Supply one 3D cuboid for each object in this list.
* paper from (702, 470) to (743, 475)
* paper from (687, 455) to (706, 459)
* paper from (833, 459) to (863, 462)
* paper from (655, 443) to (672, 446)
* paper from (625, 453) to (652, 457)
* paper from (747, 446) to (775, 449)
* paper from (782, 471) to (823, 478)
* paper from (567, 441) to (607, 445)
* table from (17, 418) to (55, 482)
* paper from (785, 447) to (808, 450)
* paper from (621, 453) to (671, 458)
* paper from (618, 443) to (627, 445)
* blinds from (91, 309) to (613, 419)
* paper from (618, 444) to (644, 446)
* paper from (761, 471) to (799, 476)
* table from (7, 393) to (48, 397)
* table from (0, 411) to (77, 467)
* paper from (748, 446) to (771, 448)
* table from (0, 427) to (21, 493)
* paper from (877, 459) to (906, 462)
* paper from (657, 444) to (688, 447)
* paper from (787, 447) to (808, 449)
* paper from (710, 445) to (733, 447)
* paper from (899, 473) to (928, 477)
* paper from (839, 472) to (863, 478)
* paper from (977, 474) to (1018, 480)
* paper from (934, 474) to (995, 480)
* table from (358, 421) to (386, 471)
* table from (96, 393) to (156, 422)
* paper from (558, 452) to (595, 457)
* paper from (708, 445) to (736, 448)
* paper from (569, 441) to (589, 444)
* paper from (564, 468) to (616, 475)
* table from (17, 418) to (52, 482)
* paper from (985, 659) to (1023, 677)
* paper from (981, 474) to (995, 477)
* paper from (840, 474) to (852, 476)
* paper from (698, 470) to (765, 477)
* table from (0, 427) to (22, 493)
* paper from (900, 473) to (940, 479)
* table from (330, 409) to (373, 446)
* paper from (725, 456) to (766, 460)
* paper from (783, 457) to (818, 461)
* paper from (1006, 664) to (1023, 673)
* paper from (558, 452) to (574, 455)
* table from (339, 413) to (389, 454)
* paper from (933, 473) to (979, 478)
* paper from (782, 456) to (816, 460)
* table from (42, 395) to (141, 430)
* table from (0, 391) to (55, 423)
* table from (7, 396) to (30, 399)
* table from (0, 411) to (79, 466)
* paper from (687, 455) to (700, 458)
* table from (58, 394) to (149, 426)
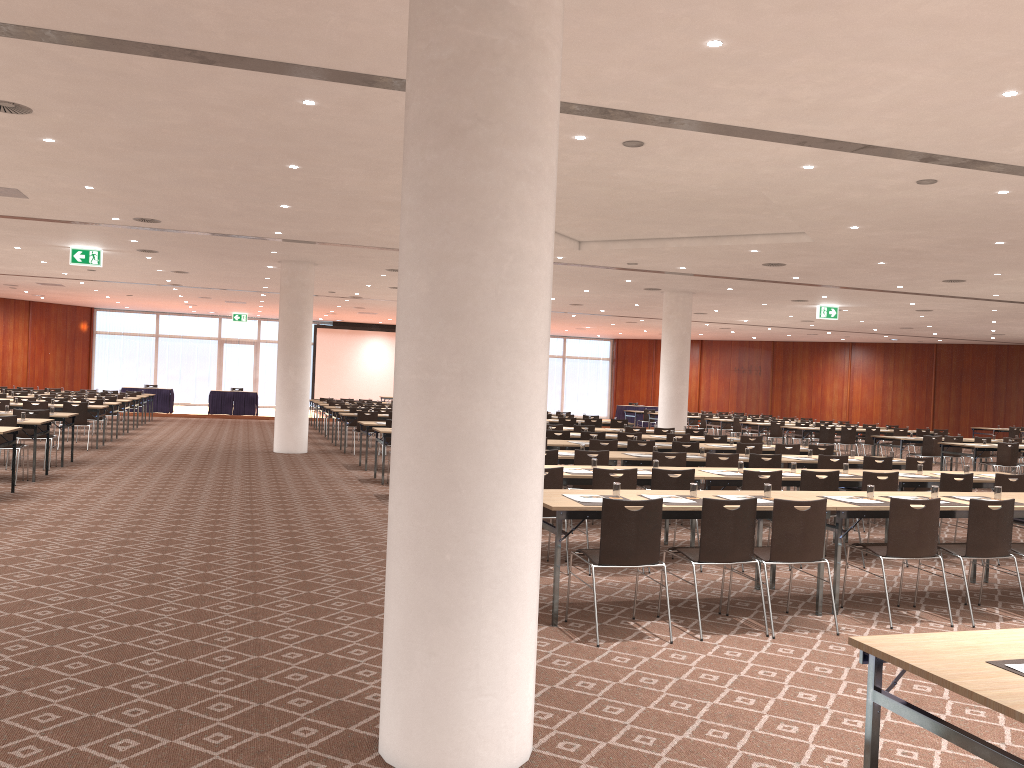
[{"bbox_3d":[2.156,0.906,9.106,0.283,0.006,0.398,2,0,-16],"label":"paper"},{"bbox_3d":[2.269,0.913,11.170,0.460,0.003,0.565,2,0,-15],"label":"paper"},{"bbox_3d":[4.466,1.006,11.811,0.460,0.003,0.565,2,0,-16],"label":"paper"},{"bbox_3d":[2.249,0.906,13.298,0.283,0.006,0.398,2,0,-17],"label":"paper"},{"bbox_3d":[1.604,0.881,11.032,0.283,0.006,0.398,2,0,-17],"label":"paper"},{"bbox_3d":[3.878,0.979,13.720,0.460,0.003,0.565,2,0,-17],"label":"paper"},{"bbox_3d":[2.864,0.940,9.238,0.460,0.003,0.565,2,0,-18],"label":"paper"},{"bbox_3d":[1.103,0.862,12.887,0.460,0.003,0.565,2,0,-16],"label":"paper"},{"bbox_3d":[-7.792,0.901,12.459,2.267,0.833,0.953,2,0,-17],"label":"table"},{"bbox_3d":[4.493,1.006,13.893,0.460,0.003,0.565,2,0,-18],"label":"paper"},{"bbox_3d":[1.669,0.888,10.968,0.460,0.003,0.565,2,0,-15],"label":"paper"},{"bbox_3d":[1.658,0.881,13.114,0.283,0.006,0.398,2,0,-19],"label":"paper"},{"bbox_3d":[-6.153,-0.676,39.277,22.854,3.817,0.115,2,1,-17],"label":"blinds"},{"bbox_3d":[1.724,0.888,13.048,0.460,0.003,0.565,2,0,-16],"label":"paper"},{"bbox_3d":[2.815,0.934,9.298,0.283,0.006,0.398,2,0,-16],"label":"paper"},{"bbox_3d":[-13.273,0.657,22.814,2.267,0.833,0.953,2,0,-17],"label":"table"},{"bbox_3d":[-8.367,0.874,14.374,2.267,0.833,0.953,2,0,-17],"label":"table"},{"bbox_3d":[3.811,0.973,13.760,0.283,0.006,0.398,2,0,-19],"label":"paper"},{"bbox_3d":[-7.216,0.927,10.544,2.267,0.833,0.953,2,0,-17],"label":"table"},{"bbox_3d":[5.102,1.033,12.013,0.460,0.003,0.565,2,0,-14],"label":"paper"},{"bbox_3d":[2.320,0.913,13.253,0.460,0.003,0.565,2,0,-18],"label":"paper"},{"bbox_3d":[4.443,0.999,13.975,0.283,0.006,0.398,2,0,-15],"label":"paper"},{"bbox_3d":[3.194,0.946,13.577,0.283,0.006,0.398,2,0,-18],"label":"paper"},{"bbox_3d":[4.343,0.999,9.743,0.283,0.006,0.398,2,0,-17],"label":"paper"},{"bbox_3d":[3.474,0.966,9.432,0.460,0.003,0.565,2,0,-17],"label":"paper"},{"bbox_3d":[5.671,1.059,10.096,0.460,0.003,0.565,2,0,-13],"label":"paper"},{"bbox_3d":[5.054,1.033,9.884,0.460,0.003,0.565,2,0,-17],"label":"paper"},{"bbox_3d":[-1.672,1.158,16.392,2.267,0.833,0.953,2,0,-17],"label":"table"},{"bbox_3d":[-12.252,0.696,27.299,2.267,0.833,0.953,2,0,-17],"label":"table"},{"bbox_3d":[0.717,0.847,10.687,0.460,0.003,0.565,2,0,-16],"label":"paper"},{"bbox_3d":[3.276,0.954,13.549,0.460,0.003,0.565,2,0,-17],"label":"paper"},{"bbox_3d":[1.010,0.854,12.943,0.283,0.006,0.398,2,0,-15],"label":"paper"},{"bbox_3d":[0.688,0.848,8.592,0.460,0.003,0.565,2,0,-18],"label":"paper"},{"bbox_3d":[-7.792,0.901,12.459,2.267,0.833,0.953,2,0,-17],"label":"table"},{"bbox_3d":[1.819,0.902,2.638,0.460,0.003,0.565,2,0,-18],"label":"paper"},{"bbox_3d":[5.595,1.052,10.126,0.283,0.006,0.398,2,0,-17],"label":"paper"},{"bbox_3d":[3.414,0.960,9.482,0.283,0.006,0.398,2,0,-17],"label":"paper"},{"bbox_3d":[2.240,0.914,9.044,0.460,0.003,0.565,2,0,-17],"label":"paper"},{"bbox_3d":[-7.216,0.927,10.544,2.267,0.833,0.953,2,0,-17],"label":"table"},{"bbox_3d":[4.392,1.005,9.705,0.460,0.003,0.565,2,0,-15],"label":"paper"},{"bbox_3d":[-3.255,1.086,21.658,2.267,0.833,0.953,2,0,-17],"label":"table"},{"bbox_3d":[2.923,0.941,11.359,0.460,0.003,0.565,2,0,-14],"label":"paper"},{"bbox_3d":[3.840,0.980,11.624,0.460,0.003,0.565,2,0,-17],"label":"paper"},{"bbox_3d":[1.749,0.895,2.652,0.283,0.006,0.398,2,0,-18],"label":"paper"},{"bbox_3d":[0.672,0.842,10.734,0.283,0.006,0.398,2,0,-19],"label":"paper"},{"bbox_3d":[-2.680,1.112,19.743,2.267,0.833,0.953,2,0,-17],"label":"table"},{"bbox_3d":[4.970,1.026,9.930,0.283,0.006,0.398,2,0,-16],"label":"paper"},{"bbox_3d":[3.757,0.972,11.669,0.283,0.006,0.398,2,0,-16],"label":"paper"},{"bbox_3d":[-11.101,0.749,23.469,2.267,0.833,0.953,2,0,-17],"label":"table"},{"bbox_3d":[-13.848,0.631,24.729,2.267,0.833,0.953,2,0,-17],"label":"table"},{"bbox_3d":[-12.697,0.683,20.900,2.267,0.833,0.953,2,0,-17],"label":"table"},{"bbox_3d":[-8.367,0.874,14.374,2.267,0.833,0.953,2,0,-17],"label":"table"},{"bbox_3d":[2.209,0.907,11.198,0.283,0.006,0.398,2,0,-17],"label":"paper"},{"bbox_3d":[-11.676,0.723,25.384,2.267,0.833,0.953,2,0,-17],"label":"table"}]
